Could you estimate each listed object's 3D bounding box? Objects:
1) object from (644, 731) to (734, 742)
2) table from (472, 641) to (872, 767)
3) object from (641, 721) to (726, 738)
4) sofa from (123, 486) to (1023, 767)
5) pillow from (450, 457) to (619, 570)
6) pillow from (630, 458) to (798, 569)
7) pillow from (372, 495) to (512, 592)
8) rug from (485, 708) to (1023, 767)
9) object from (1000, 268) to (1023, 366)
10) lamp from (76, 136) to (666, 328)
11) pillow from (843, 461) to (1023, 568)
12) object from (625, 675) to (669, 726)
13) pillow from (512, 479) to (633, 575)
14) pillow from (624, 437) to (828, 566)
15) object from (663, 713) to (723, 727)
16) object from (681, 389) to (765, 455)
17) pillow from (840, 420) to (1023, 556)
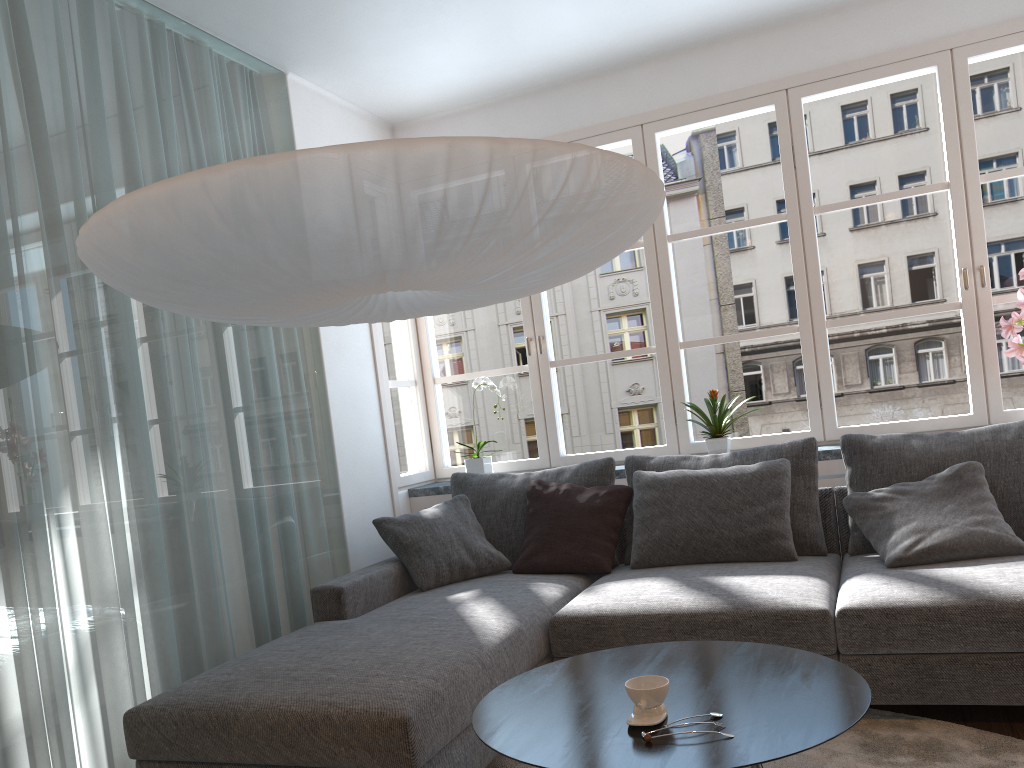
[{"bbox_3d":[0.333,0.662,1.665,0.168,0.015,0.015,-7,0,10],"label":"object"},{"bbox_3d":[0.362,0.915,1.947,0.850,0.473,0.844,-7,-1,24],"label":"table"},{"bbox_3d":[0.330,0.664,1.708,0.163,0.016,0.025,-7,-1,-3],"label":"object"},{"bbox_3d":[0.636,0.822,2.937,3.077,0.672,2.033,-8,-2,22],"label":"sofa"},{"bbox_3d":[0.074,0.619,4.077,0.839,0.479,0.274,-7,1,23],"label":"pillow"},{"bbox_3d":[0.815,0.535,3.629,0.669,0.398,0.291,-7,0,22],"label":"pillow"},{"bbox_3d":[-0.311,0.697,3.915,0.513,0.360,0.348,-7,0,-29],"label":"pillow"},{"bbox_3d":[0.234,1.162,1.915,2.838,0.012,2.836,-7,-2,2],"label":"rug"},{"bbox_3d":[2.177,-0.163,3.671,0.201,0.692,0.297,-7,1,1],"label":"object"},{"bbox_3d":[-0.326,-0.308,2.332,1.463,0.210,1.476,-6,-2,-31],"label":"lamp"},{"bbox_3d":[1.521,0.469,3.223,0.492,0.321,0.443,-7,-1,4],"label":"pillow"},{"bbox_3d":[0.268,0.648,1.798,0.092,0.069,0.138,-7,-1,34],"label":"object"},{"bbox_3d":[0.253,0.612,3.836,0.523,0.404,0.309,-7,0,24],"label":"pillow"},{"bbox_3d":[0.878,0.506,3.755,0.842,0.476,0.275,-7,1,23],"label":"pillow"},{"bbox_3d":[0.360,0.665,1.757,0.124,0.010,0.026,-7,-2,-11],"label":"object"},{"bbox_3d":[0.990,0.182,4.166,0.376,0.329,0.322,-7,0,-3],"label":"object"},{"bbox_3d":[1.715,0.393,3.397,0.839,0.478,0.274,-7,1,23],"label":"pillow"}]
